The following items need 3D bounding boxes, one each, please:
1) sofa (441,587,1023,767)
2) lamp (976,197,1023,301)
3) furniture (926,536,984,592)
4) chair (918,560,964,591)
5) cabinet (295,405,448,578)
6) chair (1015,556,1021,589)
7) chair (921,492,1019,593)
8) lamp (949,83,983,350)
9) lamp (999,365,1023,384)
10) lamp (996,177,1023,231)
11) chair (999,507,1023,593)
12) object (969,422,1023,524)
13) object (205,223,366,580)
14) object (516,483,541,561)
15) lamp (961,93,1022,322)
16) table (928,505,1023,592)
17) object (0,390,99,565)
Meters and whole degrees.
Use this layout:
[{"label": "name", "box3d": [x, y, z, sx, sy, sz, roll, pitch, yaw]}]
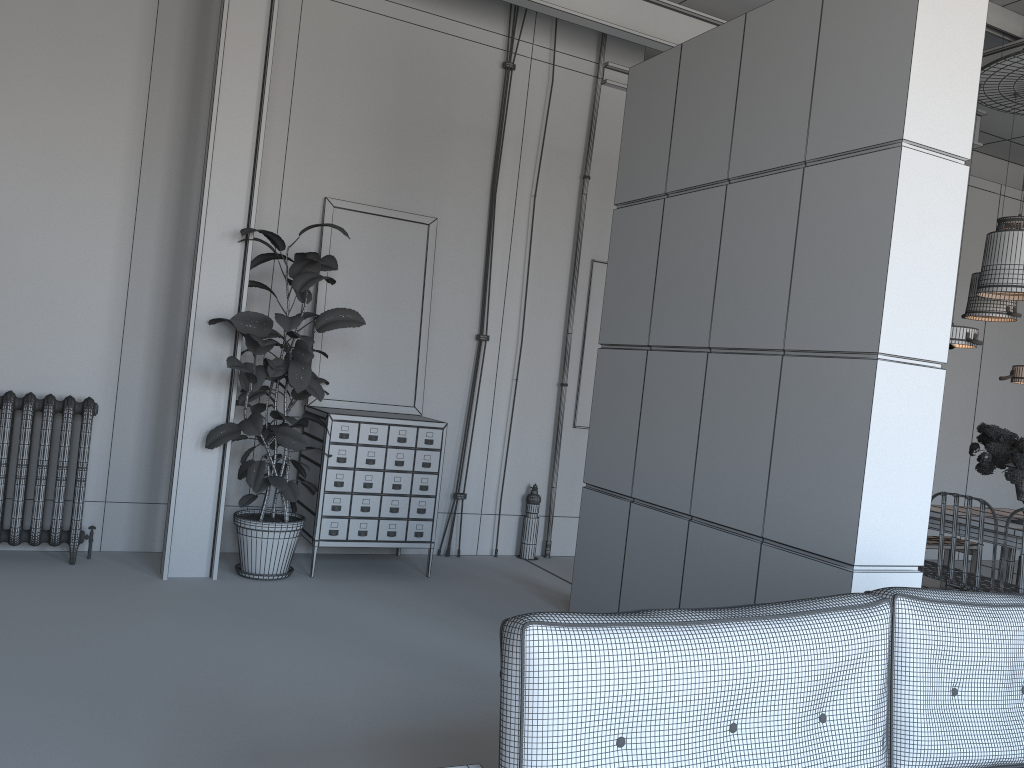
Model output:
[{"label": "sofa", "box3d": [1.007, 0.997, 1.894, 2.347, 0.948, 0.952, 6, 1, -26]}, {"label": "lamp", "box3d": [3.255, -1.274, 5.621, 0.415, 1.447, 0.470, 7, 1, 34]}, {"label": "furniture", "box3d": [3.007, 1.414, 6.733, 1.260, 0.478, 0.300, 6, 1, -26]}, {"label": "chair", "box3d": [2.539, 1.116, 5.679, 0.488, 0.975, 0.474, 6, 1, -26]}, {"label": "cabinet", "box3d": [-0.970, 0.709, 5.924, 0.796, 1.026, 0.668, 6, 1, -26]}, {"label": "chair", "box3d": [4.055, 1.276, 6.433, 0.488, 0.975, 0.474, 6, 1, -26]}, {"label": "chair", "box3d": [2.757, 1.144, 5.234, 0.488, 0.975, 0.474, 6, 1, -26]}, {"label": "lamp", "box3d": [3.042, -1.124, 5.955, 0.404, 1.798, 0.323, 7, 1, 32]}, {"label": "lamp", "box3d": [3.834, -0.925, 6.303, 0.404, 2.026, 0.323, 6, 1, -23]}, {"label": "lamp", "box3d": [3.433, -1.435, 5.951, 0.301, 1.094, 0.359, 6, 1, -8]}, {"label": "chair", "box3d": [2.980, 1.173, 4.777, 0.488, 0.975, 0.474, 6, 1, -26]}, {"label": "object", "box3d": [3.339, 0.575, 5.700, 0.782, 0.654, 0.697, 6, 1, -24]}, {"label": "object", "box3d": [-1.395, 0.089, 5.280, 0.868, 2.157, 1.270, 6, 1, -26]}, {"label": "object", "box3d": [0.148, 1.085, 6.820, 0.173, 0.647, 0.206, 6, 1, 9]}, {"label": "lamp", "box3d": [3.353, -1.214, 6.054, 0.322, 1.553, 0.364, 6, 1, 19]}, {"label": "table", "box3d": [3.536, 1.338, 5.617, 1.239, 0.819, 1.784, 6, 1, -26]}, {"label": "object", "box3d": [-2.805, 0.551, 5.187, 0.733, 1.007, 0.328, 6, 1, -26]}]
